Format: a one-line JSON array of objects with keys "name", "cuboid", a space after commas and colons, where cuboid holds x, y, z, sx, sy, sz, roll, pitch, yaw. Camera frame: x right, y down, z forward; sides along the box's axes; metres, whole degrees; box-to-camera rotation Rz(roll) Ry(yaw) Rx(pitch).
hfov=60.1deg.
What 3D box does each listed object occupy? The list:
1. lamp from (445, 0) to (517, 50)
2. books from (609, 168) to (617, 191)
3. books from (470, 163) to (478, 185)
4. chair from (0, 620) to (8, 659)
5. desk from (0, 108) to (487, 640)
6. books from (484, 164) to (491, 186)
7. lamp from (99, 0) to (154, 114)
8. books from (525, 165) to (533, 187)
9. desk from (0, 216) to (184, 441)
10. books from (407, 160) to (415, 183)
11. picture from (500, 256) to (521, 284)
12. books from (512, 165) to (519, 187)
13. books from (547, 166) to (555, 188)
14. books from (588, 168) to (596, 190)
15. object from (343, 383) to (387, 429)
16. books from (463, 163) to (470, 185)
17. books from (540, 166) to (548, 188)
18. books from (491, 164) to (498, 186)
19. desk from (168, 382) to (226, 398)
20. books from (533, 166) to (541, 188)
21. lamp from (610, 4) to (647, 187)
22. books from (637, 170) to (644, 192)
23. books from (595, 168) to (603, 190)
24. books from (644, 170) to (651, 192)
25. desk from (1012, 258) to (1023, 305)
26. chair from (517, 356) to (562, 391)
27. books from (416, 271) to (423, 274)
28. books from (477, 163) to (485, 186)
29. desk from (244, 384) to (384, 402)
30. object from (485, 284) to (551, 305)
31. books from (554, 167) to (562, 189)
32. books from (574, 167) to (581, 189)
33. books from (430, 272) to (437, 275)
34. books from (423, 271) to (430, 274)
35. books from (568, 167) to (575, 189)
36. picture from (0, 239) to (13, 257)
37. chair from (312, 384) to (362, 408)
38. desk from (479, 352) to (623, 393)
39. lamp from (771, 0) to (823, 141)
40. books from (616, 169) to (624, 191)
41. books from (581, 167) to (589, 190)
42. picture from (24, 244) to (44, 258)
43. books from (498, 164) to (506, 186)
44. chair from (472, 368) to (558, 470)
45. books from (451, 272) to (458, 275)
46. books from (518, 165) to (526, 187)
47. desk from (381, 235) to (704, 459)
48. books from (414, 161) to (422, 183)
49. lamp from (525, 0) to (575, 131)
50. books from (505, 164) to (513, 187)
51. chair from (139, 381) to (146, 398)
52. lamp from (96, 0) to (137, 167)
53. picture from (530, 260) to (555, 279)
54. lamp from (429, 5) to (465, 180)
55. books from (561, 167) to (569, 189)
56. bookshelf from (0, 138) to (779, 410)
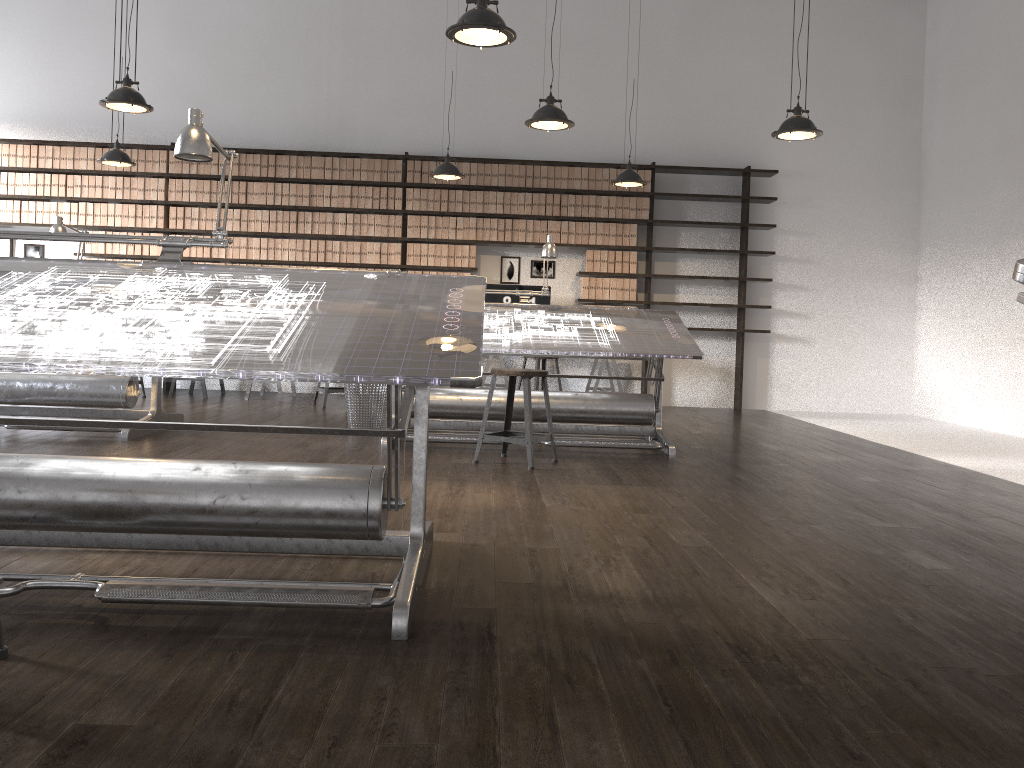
[{"name": "lamp", "cuboid": [-0.096, -2.639, 3.875, 0.311, 2.264, 0.312, 2, 1, 23]}, {"name": "books", "cuboid": [1.011, -2.053, 8.965, 0.067, 0.225, 0.175, 2, 2, -2]}, {"name": "books", "cuboid": [-0.385, -2.100, 8.928, 0.067, 0.225, 0.175, 2, 2, -2]}, {"name": "chair", "cuboid": [-1.179, 0.341, 1.688, 0.358, 0.527, 0.372, 1, 2, -23]}, {"name": "desk", "cuboid": [-1.114, -0.148, 2.583, 2.068, 1.386, 1.078, 2, 2, -2]}, {"name": "books", "cuboid": [-0.245, -2.095, 8.937, 0.067, 0.225, 0.174, 2, 2, -2]}, {"name": "lamp", "cuboid": [-2.328, -2.821, 5.428, 0.311, 2.251, 0.313, 2, 1, 19]}, {"name": "books", "cuboid": [0.172, -2.081, 8.943, 0.067, 0.225, 0.175, 2, 2, -2]}, {"name": "desk", "cuboid": [-3.239, -0.416, 5.712, 2.279, 1.386, 1.078, 2, 2, -2]}, {"name": "books", "cuboid": [-1.016, -2.121, 8.916, 0.067, 0.225, 0.175, 2, 2, -2]}, {"name": "picture", "cuboid": [-0.018, -1.170, 9.117, 0.201, 0.284, 0.022, 2, 1, -2]}, {"name": "books", "cuboid": [0.033, -2.086, 8.942, 0.067, 0.225, 0.175, 2, 2, -2]}, {"name": "books", "cuboid": [0.389, -2.074, 8.954, 0.067, 0.225, 0.174, 2, 2, -2]}, {"name": "books", "cuboid": [0.799, -2.060, 8.964, 0.067, 0.225, 0.175, 2, 2, -2]}, {"name": "object", "cuboid": [-0.996, 0.145, 6.065, 0.353, 0.377, 0.353, 3, 2, 20]}, {"name": "books", "cuboid": [-0.457, -2.102, 8.928, 0.067, 0.225, 0.175, 2, 2, -2]}, {"name": "books", "cuboid": [0.318, -2.076, 8.948, 0.067, 0.225, 0.174, 2, 2, -2]}, {"name": "books", "cuboid": [-0.175, -2.093, 8.935, 0.067, 0.225, 0.174, 2, 2, -2]}, {"name": "desk", "cuboid": [-3.547, -0.235, 8.482, 1.668, 0.669, 0.656, 2, 2, -2]}, {"name": "books", "cuboid": [0.247, -2.079, 8.950, 0.067, 0.225, 0.175, 2, 2, -2]}, {"name": "lamp", "cuboid": [1.039, -2.834, 7.579, 0.311, 2.251, 0.312, 2, 1, 23]}, {"name": "books", "cuboid": [1.291, -2.044, 8.980, 0.067, 0.225, 0.174, 2, 2, -2]}, {"name": "books", "cuboid": [0.869, -2.058, 8.968, 0.067, 0.225, 0.174, 2, 2, -2]}, {"name": "books", "cuboid": [1.361, -2.041, 8.978, 0.067, 0.225, 0.174, 2, 2, -2]}, {"name": "desk", "cuboid": [2.610, -0.010, 2.473, 2.068, 1.386, 1.078, 2, 2, -2]}, {"name": "chair", "cuboid": [0.253, 0.002, 8.001, 0.358, 0.527, 0.372, 1, 2, -33]}, {"name": "books", "cuboid": [-0.937, -1.020, 8.924, 0.067, 0.225, 0.175, 2, 2, -2]}, {"name": "books", "cuboid": [-0.314, -2.098, 8.933, 0.067, 0.225, 0.175, 2, 2, -2]}, {"name": "desk", "cuboid": [-1.784, -0.176, 8.531, 1.668, 0.669, 0.656, 2, 2, -2]}, {"name": "object", "cuboid": [0.050, -0.712, 8.703, 0.643, 0.518, 0.204, 2, 1, -2]}, {"name": "books", "cuboid": [0.460, -2.072, 8.956, 0.067, 0.225, 0.175, 2, 2, -2]}, {"name": "books", "cuboid": [0.657, -2.065, 8.958, 0.067, 0.225, 0.175, 2, 2, -2]}, {"name": "books", "cuboid": [-0.791, -1.015, 8.928, 0.067, 0.225, 0.174, 2, 2, -2]}, {"name": "books", "cuboid": [-0.862, -1.018, 8.931, 0.067, 0.225, 0.175, 2, 2, -2]}, {"name": "books", "cuboid": [0.594, -2.067, 8.958, 0.067, 0.225, 0.175, 2, 2, -2]}, {"name": "picture", "cuboid": [-5.268, -1.233, 8.963, 0.415, 0.574, 0.040, 2, 1, -2]}, {"name": "chair", "cuboid": [-1.556, -0.057, 7.925, 0.371, 0.527, 0.359, 1, 2, -28]}, {"name": "desk", "cuboid": [0.354, -0.104, 8.590, 1.668, 0.669, 0.656, 2, 2, -2]}, {"name": "lamp", "cuboid": [1.827, -2.681, 5.543, 0.310, 2.251, 0.313, 2, 1, -22]}, {"name": "books", "cuboid": [1.084, -2.050, 8.967, 0.067, 0.225, 0.175, 2, 2, -2]}, {"name": "books", "cuboid": [0.729, -2.062, 8.958, 0.067, 0.225, 0.175, 2, 2, -2]}, {"name": "picture", "cuboid": [-4.849, -1.277, 8.985, 0.201, 0.284, 0.022, 2, 1, -2]}, {"name": "books", "cuboid": [-0.102, -2.090, 8.934, 0.067, 0.225, 0.175, 2, 2, -2]}, {"name": "chair", "cuboid": [0.033, 0.184, 4.922, 0.372, 0.527, 0.358, 3, 2, 27]}, {"name": "books", "cuboid": [-0.581, -1.008, 8.932, 0.067, 0.225, 0.175, 2, 2, -2]}, {"name": "books", "cuboid": [0.098, -2.084, 8.946, 0.067, 0.225, 0.175, 2, 2, -2]}, {"name": "desk", "cuboid": [0.110, -0.304, 5.804, 2.068, 1.386, 1.078, 2, 2, -2]}, {"name": "books", "cuboid": [-0.941, -2.119, 8.912, 0.067, 0.225, 0.175, 2, 2, -2]}, {"name": "lamp", "cuboid": [0.274, -2.733, 5.500, 0.311, 2.251, 0.312, 2, 1, 23]}, {"name": "books", "cuboid": [-0.030, -2.088, 8.936, 0.067, 0.225, 0.175, 2, 2, -2]}, {"name": "chair", "cuboid": [-3.530, -0.128, 7.940, 0.372, 0.527, 0.359, 2, 1, 7]}, {"name": "lamp", "cuboid": [-3.296, -2.980, 7.460, 0.310, 2.251, 0.313, 2, 1, -22]}, {"name": "picture", "cuboid": [0.317, -1.180, 9.125, 0.251, 0.183, 0.023, 2, 1, -2]}, {"name": "lamp", "cuboid": [-0.513, -2.887, 7.537, 0.311, 2.251, 0.312, 2, 1, 23]}, {"name": "books", "cuboid": [0.527, -2.069, 8.952, 0.067, 0.225, 0.175, 2, 2, -2]}, {"name": "bookshelf", "cuboid": [-1.960, -0.762, 8.986, 9.175, 3.206, 0.374, 2, 1, -2]}]
